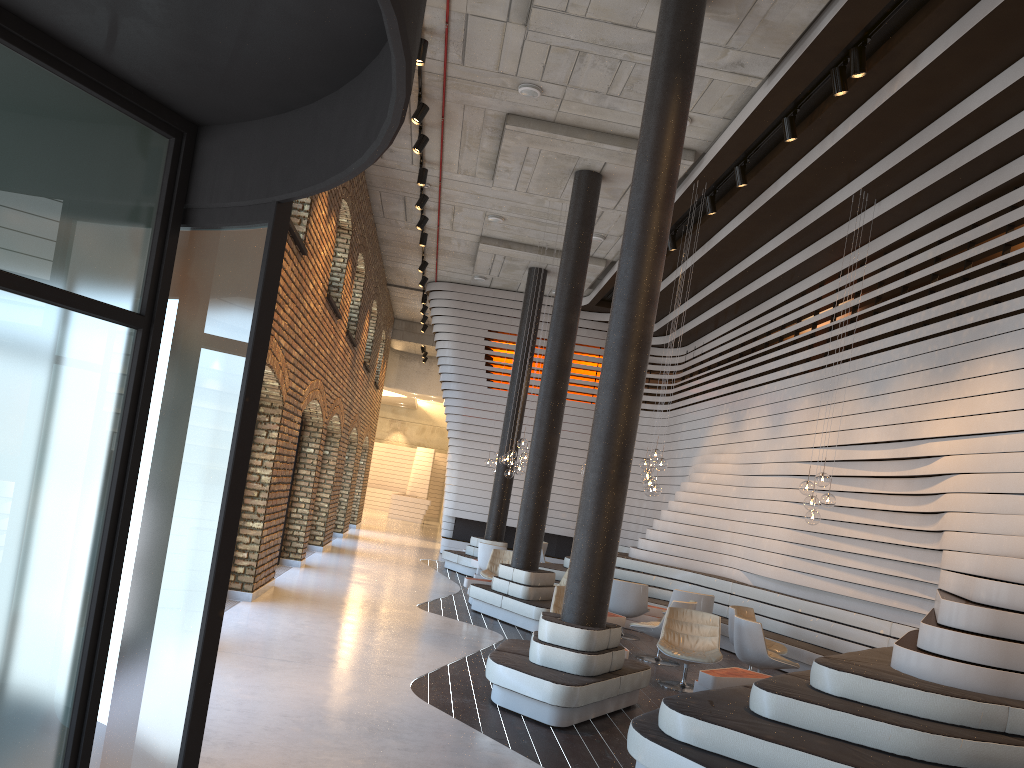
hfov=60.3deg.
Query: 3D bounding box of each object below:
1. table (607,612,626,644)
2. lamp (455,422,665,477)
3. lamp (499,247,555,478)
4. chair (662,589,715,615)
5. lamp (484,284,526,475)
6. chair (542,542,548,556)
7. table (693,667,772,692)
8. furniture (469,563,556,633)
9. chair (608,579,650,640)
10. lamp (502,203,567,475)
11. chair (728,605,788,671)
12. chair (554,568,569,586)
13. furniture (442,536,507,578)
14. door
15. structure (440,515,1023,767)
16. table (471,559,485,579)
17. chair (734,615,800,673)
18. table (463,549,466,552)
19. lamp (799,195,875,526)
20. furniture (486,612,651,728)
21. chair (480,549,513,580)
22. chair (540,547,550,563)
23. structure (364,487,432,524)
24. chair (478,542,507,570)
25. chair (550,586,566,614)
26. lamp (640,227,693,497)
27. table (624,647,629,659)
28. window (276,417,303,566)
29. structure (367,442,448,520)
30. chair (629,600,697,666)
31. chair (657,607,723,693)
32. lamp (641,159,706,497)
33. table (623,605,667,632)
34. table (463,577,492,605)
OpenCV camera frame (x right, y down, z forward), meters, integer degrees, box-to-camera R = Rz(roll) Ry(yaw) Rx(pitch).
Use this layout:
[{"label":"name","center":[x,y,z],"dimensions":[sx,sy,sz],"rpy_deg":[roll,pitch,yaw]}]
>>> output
[{"label":"table","center":[1.087,3.034,10.903],"dimensions":[0.413,0.369,0.912],"rpy_deg":[7,-7,33]},{"label":"lamp","center":[3.114,-1.516,3.512],"dimensions":[9.036,4.595,42.163],"rpy_deg":[10,-7,-4]},{"label":"lamp","center":[0.346,-0.590,15.739],"dimensions":[0.546,4.616,0.275],"rpy_deg":[10,-1,-43]},{"label":"chair","center":[2.378,3.177,11.972],"dimensions":[0.656,0.764,0.714],"rpy_deg":[9,-4,3]},{"label":"lamp","center":[-0.028,-0.357,18.604],"dimensions":[0.274,4.616,0.547],"rpy_deg":[9,-1,44]},{"label":"chair","center":[0.344,3.630,18.375],"dimensions":[0.710,0.764,0.660],"rpy_deg":[9,-3,-2]},{"label":"table","center":[2.019,2.850,8.162],"dimensions":[0.910,0.369,0.414],"rpy_deg":[13,-6,-32]},{"label":"furniture","center":[0.368,2.845,11.756],"dimensions":[1.281,0.719,1.774],"rpy_deg":[13,-7,-34]},{"label":"chair","center":[1.537,3.041,11.987],"dimensions":[0.655,0.764,0.715],"rpy_deg":[8,-4,15]},{"label":"lamp","center":[0.453,-0.947,13.145],"dimensions":[0.546,4.662,0.293],"rpy_deg":[10,-1,-19]},{"label":"chair","center":[2.881,3.073,10.450],"dimensions":[0.710,0.764,0.660],"rpy_deg":[6,-4,40]},{"label":"chair","center":[0.632,2.997,12.840],"dimensions":[0.710,0.764,0.660],"rpy_deg":[9,-3,-1]},{"label":"furniture","center":[-0.682,3.322,17.043],"dimensions":[1.276,0.719,1.781],"rpy_deg":[10,-6,-9]},{"label":"door","center":[-1.943,0.198,1.560],"dimensions":[3.201,2.843,3.272],"rpy_deg":[9,-4,2]},{"label":"structure","center":[2.426,3.242,13.104],"dimensions":[5.777,0.924,18.310],"rpy_deg":[10,-7,-8]},{"label":"table","center":[-0.325,3.408,15.833],"dimensions":[0.905,0.369,0.416],"rpy_deg":[9,-4,3]},{"label":"chair","center":[2.690,2.918,9.443],"dimensions":[0.711,0.764,0.659],"rpy_deg":[10,-3,-5]},{"label":"table","center":[-0.652,3.650,18.238],"dimensions":[0.909,0.369,0.414],"rpy_deg":[12,-5,-27]},{"label":"lamp","center":[3.682,-0.750,9.825],"dimensions":[0.534,4.701,0.332],"rpy_deg":[10,-1,-43]},{"label":"furniture","center":[0.339,2.314,7.475],"dimensions":[1.273,0.719,1.785],"rpy_deg":[6,-7,31]},{"label":"chair","center":[-0.138,2.960,13.562],"dimensions":[0.656,0.764,0.715],"rpy_deg":[9,-4,13]},{"label":"chair","center":[0.703,3.553,17.274],"dimensions":[0.710,0.764,0.660],"rpy_deg":[9,-3,0]},{"label":"structure","center":[-4.562,4.877,35.623],"dimensions":[2.560,0.894,7.515],"rpy_deg":[12,-7,-26]},{"label":"chair","center":[-0.285,3.119,15.056],"dimensions":[0.655,0.764,0.715],"rpy_deg":[7,-4,33]},{"label":"chair","center":[0.698,2.580,9.352],"dimensions":[0.657,0.764,0.714],"rpy_deg":[10,-4,-4]},{"label":"lamp","center":[2.376,-0.615,13.284],"dimensions":[0.294,4.662,0.545],"rpy_deg":[9,-1,-9]},{"label":"table","center":[0.634,2.672,8.560],"dimensions":[0.906,0.369,0.416],"rpy_deg":[10,-4,-2]},{"label":"window","center":[-3.330,1.406,12.413],"dimensions":[0.130,2.527,2.366],"rpy_deg":[9,-4,-4]},{"label":"structure","center":[-4.821,4.116,37.902],"dimensions":[4.534,2.855,5.849],"rpy_deg":[10,-6,-5]},{"label":"chair","center":[1.770,2.885,10.410],"dimensions":[0.709,0.764,0.660],"rpy_deg":[7,-4,35]},{"label":"chair","center":[1.807,2.718,8.996],"dimensions":[0.656,0.764,0.715],"rpy_deg":[9,-4,12]},{"label":"lamp","center":[2.140,-0.898,11.365],"dimensions":[0.309,4.729,0.664],"rpy_deg":[9,-1,4]},{"label":"table","center":[1.857,3.399,12.845],"dimensions":[0.904,0.369,0.416],"rpy_deg":[6,-5,28]},{"label":"table","center":[-0.283,3.036,12.752],"dimensions":[0.907,0.369,0.415],"rpy_deg":[11,-4,-12]}]
